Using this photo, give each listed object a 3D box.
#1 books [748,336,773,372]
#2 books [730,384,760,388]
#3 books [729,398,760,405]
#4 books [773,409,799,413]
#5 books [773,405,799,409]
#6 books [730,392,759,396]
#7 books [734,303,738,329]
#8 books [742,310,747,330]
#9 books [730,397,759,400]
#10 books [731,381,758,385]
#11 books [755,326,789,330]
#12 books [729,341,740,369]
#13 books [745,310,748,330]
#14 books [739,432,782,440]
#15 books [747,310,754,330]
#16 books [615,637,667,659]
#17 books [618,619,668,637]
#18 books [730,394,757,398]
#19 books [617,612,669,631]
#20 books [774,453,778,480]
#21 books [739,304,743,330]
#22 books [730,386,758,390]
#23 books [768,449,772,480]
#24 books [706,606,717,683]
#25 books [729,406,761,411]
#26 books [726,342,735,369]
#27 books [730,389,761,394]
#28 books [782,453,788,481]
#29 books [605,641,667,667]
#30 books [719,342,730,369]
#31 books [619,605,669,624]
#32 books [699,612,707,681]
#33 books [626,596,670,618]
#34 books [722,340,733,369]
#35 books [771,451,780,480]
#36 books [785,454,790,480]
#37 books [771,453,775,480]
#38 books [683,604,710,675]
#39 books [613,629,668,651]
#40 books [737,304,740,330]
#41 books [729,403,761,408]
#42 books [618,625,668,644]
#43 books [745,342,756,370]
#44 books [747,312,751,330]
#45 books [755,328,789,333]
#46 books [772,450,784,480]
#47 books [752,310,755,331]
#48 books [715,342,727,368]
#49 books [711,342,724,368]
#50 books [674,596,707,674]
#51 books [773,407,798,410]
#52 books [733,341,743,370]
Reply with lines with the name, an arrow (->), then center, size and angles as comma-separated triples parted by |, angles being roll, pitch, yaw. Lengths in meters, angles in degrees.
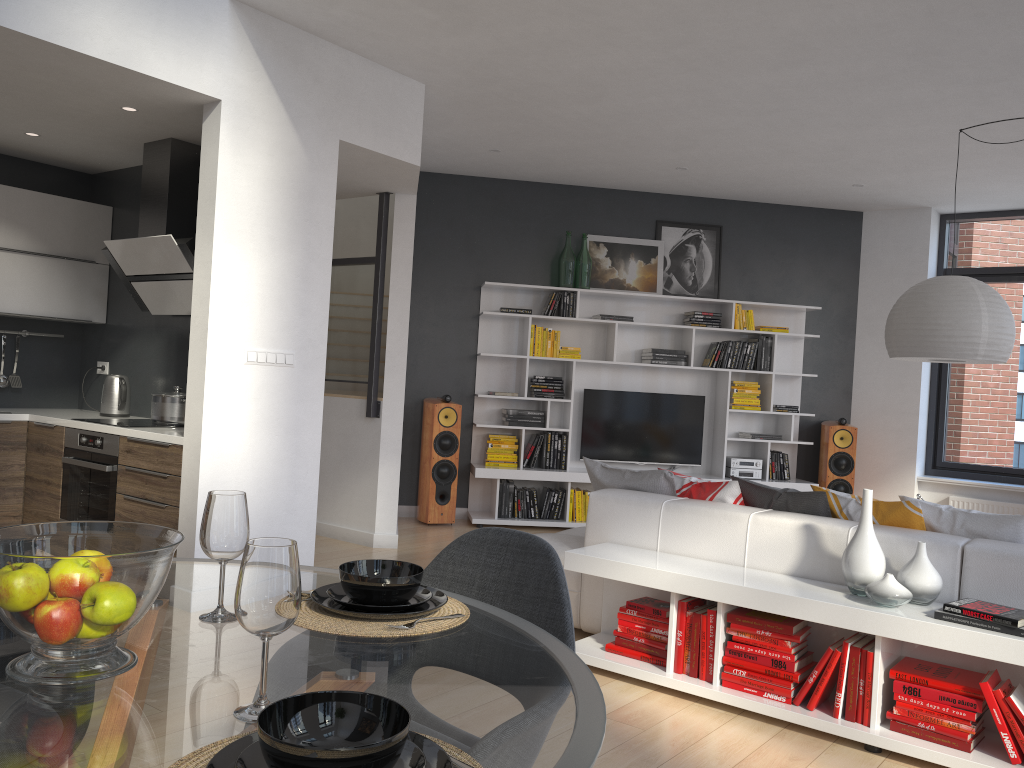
books -> 2.216, -0.266, 7.948 | 0.128, 0.321, 0.259 | 3, 0, -8
books -> 2.083, 0.014, 7.940 | 0.223, 0.023, 0.163 | 3, 0, -4
books -> 2.064, 0.156, 7.931 | 0.243, 0.042, 0.189 | 3, 0, -8
books -> 2.431, 0.240, 7.925 | 0.213, 0.023, 0.161 | 3, 0, -4
books -> 2.432, 0.202, 7.943 | 0.213, 0.023, 0.161 | 3, 0, -4
books -> 2.066, 0.090, 7.942 | 0.239, 0.019, 0.171 | 3, 0, -8
books -> 1.951, -0.592, 7.836 | 0.041, 0.229, 0.161 | 3, 0, -9
books -> 2.032, -0.563, 7.853 | 0.054, 0.180, 0.132 | 3, 0, -8
books -> 2.061, 0.127, 7.944 | 0.251, 0.014, 0.189 | 3, 0, -5
books -> 2.072, -0.010, 7.961 | 0.223, 0.023, 0.163 | 3, 0, -4
books -> 2.312, -0.496, 7.937 | 0.257, 0.024, 0.203 | 3, 0, -5
books -> 1.947, -0.252, 7.885 | 0.084, 0.249, 0.191 | 3, 0, -8
books -> 2.053, -0.561, 7.849 | 0.044, 0.178, 0.128 | 3, 0, -8
books -> 2.221, 0.467, 7.945 | 0.310, 0.047, 0.250 | 3, 0, -12
books -> 2.094, -0.561, 7.857 | 0.064, 0.184, 0.141 | 3, 0, -7
books -> 0.611, 1.122, 3.833 | 0.259, 0.034, 0.206 | 4, 0, 40
books -> 0.622, 1.042, 3.847 | 0.261, 0.028, 0.191 | 4, 0, 37
books -> 2.055, 0.110, 7.923 | 0.217, 0.023, 0.145 | 3, 0, -4
books -> 0.616, 1.014, 3.832 | 0.269, 0.028, 0.179 | 4, 0, 39
books -> 2.325, 0.732, 7.931 | 0.049, 0.236, 0.170 | 3, 0, -7
books -> 1.999, -0.587, 7.871 | 0.054, 0.224, 0.164 | 3, 0, -9
books -> 2.073, 0.037, 7.942 | 0.227, 0.022, 0.160 | 3, 0, 8
books -> 2.270, 0.712, 7.934 | 0.053, 0.268, 0.202 | 3, 0, -8
books -> 0.851, 1.040, 3.593 | 0.049, 0.291, 0.214 | 4, 0, 37
books -> 2.064, 0.215, 7.918 | 0.257, 0.028, 0.194 | 3, 0, -3
books -> 1.910, -0.249, 7.875 | 0.068, 0.243, 0.179 | 3, 0, -9
books -> 2.078, 0.065, 7.941 | 0.239, 0.033, 0.176 | 3, 0, -5
books -> 2.406, 0.734, 7.938 | 0.066, 0.242, 0.177 | 3, 0, -8
books -> 0.591, 1.154, 3.837 | 0.301, 0.032, 0.227 | 4, 0, 37
books -> 1.864, -0.251, 7.849 | 0.069, 0.242, 0.172 | 3, 0, -7
books -> 0.618, 0.988, 3.836 | 0.254, 0.025, 0.178 | 4, 0, 37
books -> 0.820, 1.054, 3.610 | 0.042, 0.259, 0.195 | 4, 0, 37
books -> 0.620, 0.962, 3.824 | 0.206, 0.029, 0.152 | 4, 0, 43
books -> 1.883, -0.258, 7.878 | 0.075, 0.254, 0.192 | 3, 0, -9
books -> 2.349, 0.730, 7.926 | 0.050, 0.242, 0.169 | 3, 0, -8
books -> 2.435, 0.739, 7.974 | 0.077, 0.233, 0.179 | 3, 0, -8
books -> 2.301, 0.730, 7.934 | 0.053, 0.240, 0.189 | 3, 0, -7
books -> 0.768, 1.052, 3.661 | 0.031, 0.255, 0.181 | 4, 0, 37
books -> 0.600, 1.091, 3.832 | 0.266, 0.026, 0.187 | 4, 0, 43
books -> 1.971, -0.589, 7.858 | 0.041, 0.224, 0.163 | 3, 0, -10
books -> 2.061, 0.189, 7.926 | 0.257, 0.024, 0.203 | 3, 0, -5
books -> 0.614, 1.067, 3.831 | 0.257, 0.025, 0.182 | 4, 0, 37
books -> 2.089, -0.243, 7.901 | 0.084, 0.249, 0.191 | 3, 0, -8
books -> 2.072, -0.550, 7.840 | 0.046, 0.161, 0.108 | 3, 0, -9
books -> 2.314, -0.470, 7.929 | 0.257, 0.028, 0.194 | 3, 0, -3
books -> 2.376, 0.726, 7.941 | 0.066, 0.255, 0.193 | 3, 0, -8
books -> 2.116, -0.561, 7.869 | 0.044, 0.184, 0.142 | 3, 0, -7
books -> 1.828, -0.251, 7.857 | 0.081, 0.233, 0.169 | 3, 0, -9
books -> 1.795, -0.252, 7.866 | 0.096, 0.234, 0.187 | 3, 0, -7
books -> 0.740, 1.034, 3.680 | 0.036, 0.294, 0.208 | 4, 0, 37
books -> 2.431, 0.221, 7.928 | 0.198, 0.015, 0.142 | 3, 0, -9
books -> 1.981, -0.255, 7.890 | 0.066, 0.260, 0.197 | 3, 0, -8
